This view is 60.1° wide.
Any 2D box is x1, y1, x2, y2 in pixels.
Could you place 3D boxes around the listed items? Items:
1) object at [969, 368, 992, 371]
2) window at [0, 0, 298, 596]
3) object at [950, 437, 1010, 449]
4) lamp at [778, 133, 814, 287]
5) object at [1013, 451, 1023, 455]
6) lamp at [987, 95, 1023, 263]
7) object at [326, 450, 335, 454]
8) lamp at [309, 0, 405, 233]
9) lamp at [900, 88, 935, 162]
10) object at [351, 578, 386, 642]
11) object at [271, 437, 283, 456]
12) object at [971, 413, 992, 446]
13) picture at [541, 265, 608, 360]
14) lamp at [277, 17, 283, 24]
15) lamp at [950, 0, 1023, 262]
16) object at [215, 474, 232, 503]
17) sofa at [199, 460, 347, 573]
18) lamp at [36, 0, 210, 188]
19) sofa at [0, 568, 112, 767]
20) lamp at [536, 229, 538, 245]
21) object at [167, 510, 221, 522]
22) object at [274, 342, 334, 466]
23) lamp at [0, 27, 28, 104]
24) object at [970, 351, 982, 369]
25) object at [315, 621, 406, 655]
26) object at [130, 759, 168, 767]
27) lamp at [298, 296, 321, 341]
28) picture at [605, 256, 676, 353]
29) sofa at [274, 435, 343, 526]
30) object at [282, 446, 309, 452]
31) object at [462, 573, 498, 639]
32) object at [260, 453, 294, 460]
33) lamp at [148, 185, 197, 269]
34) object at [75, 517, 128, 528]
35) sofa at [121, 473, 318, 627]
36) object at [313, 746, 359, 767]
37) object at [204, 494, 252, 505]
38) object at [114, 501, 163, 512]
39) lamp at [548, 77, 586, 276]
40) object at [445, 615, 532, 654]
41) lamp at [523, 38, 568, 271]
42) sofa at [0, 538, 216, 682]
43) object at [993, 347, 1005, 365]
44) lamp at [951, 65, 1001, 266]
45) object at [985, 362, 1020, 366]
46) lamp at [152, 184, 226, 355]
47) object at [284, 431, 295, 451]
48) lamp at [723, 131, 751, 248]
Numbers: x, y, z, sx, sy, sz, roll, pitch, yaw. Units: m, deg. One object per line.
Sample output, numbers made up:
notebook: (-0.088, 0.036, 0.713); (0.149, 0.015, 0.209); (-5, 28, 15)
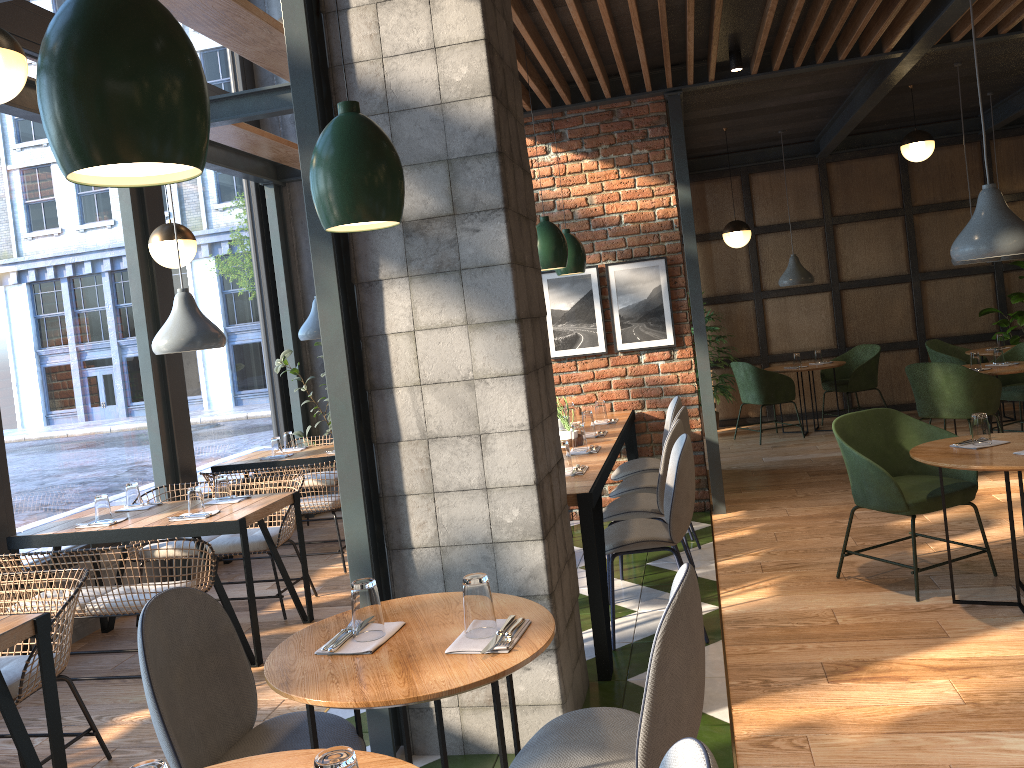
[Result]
object: (3.624, -0.117, 6.969); (0.158, 0.019, 0.242); (-8, 4, -24)
window: (-3.108, -1.620, 3.561); (0.127, 5.591, 8.746); (-6, 3, 12)
object: (2.127, 0.264, 4.015); (0.243, 0.019, 0.157); (-8, 4, -19)
lamp: (2.659, -3.242, 9.023); (0.354, 4.485, 0.352); (-8, 2, -43)
object: (2.220, 0.276, 3.693); (0.243, 0.019, 0.157); (-8, 4, -19)
lamp: (4.400, -3.392, 8.299); (0.354, 4.485, 0.352); (-8, 2, -43)
object: (-1.206, 0.471, 6.280); (0.242, 0.019, 0.158); (-6, 4, 12)
lamp: (-0.474, -1.380, 2.108); (0.223, 2.019, 0.224); (-6, 1, 15)
lamp: (3.279, -3.789, 7.564); (0.268, 3.790, 0.268); (-7, 1, -9)
object: (-0.359, 0.553, 2.182); (0.080, 0.138, 0.080); (-7, 2, -10)
object: (-1.702, 0.453, 6.403); (0.080, 0.138, 0.080); (-5, 3, 44)
object: (2.108, 0.202, 3.985); (0.080, 0.138, 0.080); (-7, 2, -6)
picture: (0.434, -0.508, 6.313); (0.429, 0.630, 0.015); (-6, 1, 12)
lamp: (-1.701, -4.136, 6.026); (0.268, 3.790, 0.269); (-6, 2, 32)
lamp: (1.845, -2.779, 3.796); (0.354, 4.485, 0.352); (-8, 2, -43)
object: (-1.541, 0.553, 4.711); (0.080, 0.138, 0.080); (-7, 2, -13)
sofa: (-1.529, 0.883, 5.944); (1.090, 0.732, 0.472); (-6, 2, 12)
lamp: (-0.650, -1.298, 1.235); (0.223, 2.019, 0.224); (-6, 1, 15)
sofa: (-2.061, 1.131, 3.296); (1.090, 0.732, 0.472); (-6, 2, 12)
lamp: (-0.100, -1.554, 3.970); (0.223, 2.019, 0.224); (-6, 1, 15)
object: (-1.580, 0.648, 4.380); (0.242, 0.019, 0.158); (-6, 4, 11)
object: (-1.430, 0.375, 7.483); (0.858, 1.496, 0.901); (-5, 2, 31)
lamp: (-1.955, -2.807, 2.890); (0.269, 3.790, 0.268); (-8, 2, -35)
object: (3.642, -0.186, 6.966); (0.080, 0.138, 0.080); (-8, 3, -41)
object: (-0.370, 0.620, 2.202); (0.157, 0.019, 0.243); (-5, 4, 17)
object: (-0.534, 0.635, 1.309); (0.080, 0.138, 0.080); (-6, 2, 21)
lamp: (-1.655, -2.566, 6.508); (0.354, 4.485, 0.352); (-8, 2, -43)
picture: (0.902, -0.555, 6.217); (0.429, 0.630, 0.015); (-6, 1, 12)
sofa: (-1.307, 0.780, 7.050); (1.090, 0.732, 0.472); (-6, 2, 12)
object: (-1.654, 0.492, 6.714); (0.242, 0.019, 0.158); (-6, 4, 12)
object: (-0.081, 0.526, 2.113); (0.080, 0.138, 0.080); (-7, 2, -20)
object: (-1.706, 0.521, 6.383); (0.242, 0.019, 0.158); (-6, 4, 11)
lamp: (-2.208, -2.566, 5.203); (0.269, 3.790, 0.268); (-7, 1, -20)
object: (-2.087, 0.699, 4.486); (0.242, 0.019, 0.158); (-6, 4, 14)
sofa: (-1.686, 0.956, 5.163); (1.090, 0.732, 0.472); (-6, 2, 12)
object: (-0.249, 0.604, 1.281); (0.080, 0.138, 0.080); (-8, 3, -39)
object: (-1.508, 0.615, 4.730); (0.242, 0.019, 0.158); (-6, 4, 14)
object: (-2.029, 0.667, 4.839); (0.242, 0.019, 0.158); (-6, 4, 11)
lamp: (0.275, -1.729, 5.834); (0.223, 2.019, 0.224); (-6, 1, 15)
object: (-0.057, 0.592, 2.088); (0.157, 0.019, 0.243); (-5, 4, 17)
lamp: (0.099, -1.647, 4.961); (0.223, 2.019, 0.224); (-6, 1, 15)
sofa: (-1.908, 1.060, 4.057); (1.090, 0.732, 0.472); (-6, 2, 12)
object: (3.898, -0.224, 7.096); (0.080, 0.138, 0.080); (-8, 3, -41)
lamp: (3.418, -3.184, 6.958); (0.354, 4.485, 0.352); (-8, 2, -43)
object: (3.935, -0.162, 7.087); (0.158, 0.019, 0.242); (-8, 4, -24)
lamp: (-1.869, -2.392, 4.390); (0.353, 4.485, 0.352); (-7, 1, -26)
object: (-1.687, 0.431, 6.694); (0.080, 0.138, 0.080); (-7, 2, -15)
lamp: (1.973, -3.197, 8.529); (0.269, 3.790, 0.268); (-8, 2, -35)
